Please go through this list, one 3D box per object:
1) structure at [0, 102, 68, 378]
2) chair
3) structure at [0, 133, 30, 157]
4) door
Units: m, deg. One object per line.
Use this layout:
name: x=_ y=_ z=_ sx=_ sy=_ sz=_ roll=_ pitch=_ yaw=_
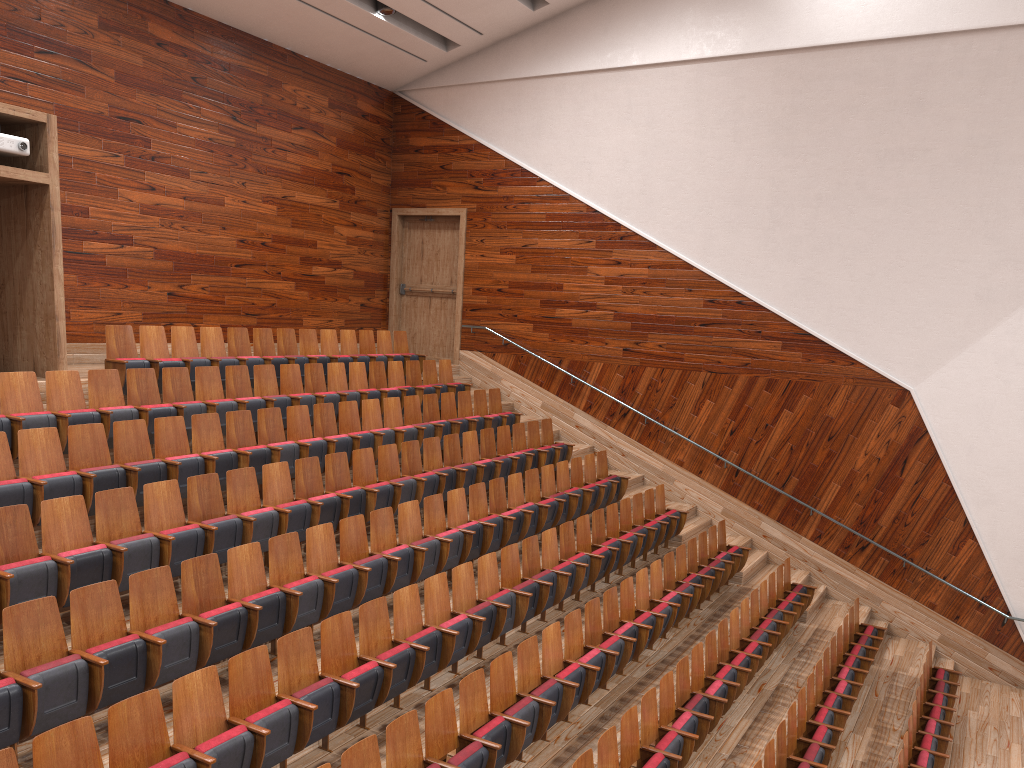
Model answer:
structure: x=-0.492 y=-0.171 z=0.765 sx=0.142 sy=0.337 sz=0.115 roll=9 pitch=12 yaw=28
chair: x=-0.117 y=0.171 z=0.616 sx=0.764 sy=0.381 sz=1.170 roll=7 pitch=6 yaw=29
structure: x=-0.434 y=-0.211 z=0.740 sx=0.040 sy=0.032 sz=0.038 roll=8 pitch=9 yaw=28
door: x=-0.132 y=-0.155 z=1.408 sx=0.139 sy=0.245 sz=0.024 roll=9 pitch=13 yaw=28
